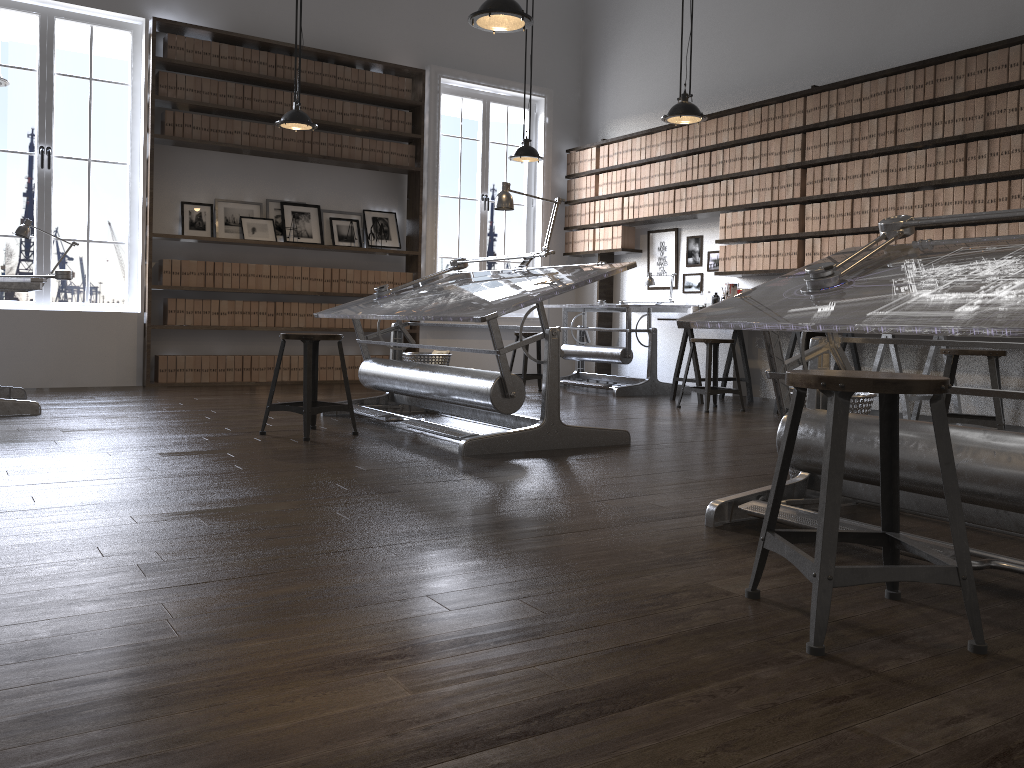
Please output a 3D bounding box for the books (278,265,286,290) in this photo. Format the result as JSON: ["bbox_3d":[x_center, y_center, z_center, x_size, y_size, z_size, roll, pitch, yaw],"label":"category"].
[{"bbox_3d":[-2.091,-0.947,7.949,0.066,0.225,0.175,1,2,-33],"label":"books"}]

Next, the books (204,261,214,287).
[{"bbox_3d":[-2.616,-0.936,7.605,0.067,0.225,0.175,1,2,-33],"label":"books"}]

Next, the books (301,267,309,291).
[{"bbox_3d":[-1.910,-0.950,8.059,0.066,0.225,0.175,1,2,-33],"label":"books"}]

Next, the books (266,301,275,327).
[{"bbox_3d":[-2.181,-0.624,7.904,0.066,0.225,0.175,1,2,-33],"label":"books"}]

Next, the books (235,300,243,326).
[{"bbox_3d":[-2.413,-0.618,7.746,0.067,0.225,0.175,1,2,-33],"label":"books"}]

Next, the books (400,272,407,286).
[{"bbox_3d":[-1.093,-0.968,8.595,0.066,0.225,0.175,1,2,-33],"label":"books"}]

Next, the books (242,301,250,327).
[{"bbox_3d":[-2.359,-0.620,7.788,0.066,0.225,0.175,1,2,-33],"label":"books"}]

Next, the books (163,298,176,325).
[{"bbox_3d":[-2.880,-0.608,7.444,0.067,0.225,0.175,1,2,-33],"label":"books"}]

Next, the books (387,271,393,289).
[{"bbox_3d":[-1.208,-0.965,8.514,0.067,0.225,0.175,1,2,-33],"label":"books"}]

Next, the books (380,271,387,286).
[{"bbox_3d":[-1.265,-0.964,8.480,0.066,0.225,0.175,1,2,-33],"label":"books"}]

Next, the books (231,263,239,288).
[{"bbox_3d":[-2.437,-0.940,7.727,0.066,0.225,0.175,1,2,-33],"label":"books"}]

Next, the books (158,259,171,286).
[{"bbox_3d":[-2.909,-0.930,7.418,0.066,0.225,0.175,1,2,-33],"label":"books"}]

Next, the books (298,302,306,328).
[{"bbox_3d":[-1.938,-0.628,8.057,0.066,0.225,0.175,1,2,-33],"label":"books"}]

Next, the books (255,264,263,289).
[{"bbox_3d":[-2.264,-0.943,7.837,0.066,0.225,0.175,1,2,-33],"label":"books"}]

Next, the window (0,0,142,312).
[{"bbox_3d":[-3.688,-1.758,6.995,1.482,2.495,0.153,0,2,-33],"label":"window"}]

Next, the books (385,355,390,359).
[{"bbox_3d":[-1.189,-0.163,8.554,0.067,0.225,0.175,1,2,-33],"label":"books"}]

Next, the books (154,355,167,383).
[{"bbox_3d":[-2.947,-0.127,7.426,0.066,0.225,0.175,1,2,-33],"label":"books"}]

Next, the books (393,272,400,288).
[{"bbox_3d":[-1.151,-0.967,8.556,0.066,0.225,0.175,1,2,-33],"label":"books"}]

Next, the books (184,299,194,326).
[{"bbox_3d":[-2.761,-0.611,7.525,0.066,0.225,0.175,1,2,-33],"label":"books"}]

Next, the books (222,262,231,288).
[{"bbox_3d":[-2.494,-0.938,7.685,0.066,0.225,0.175,1,2,-33],"label":"books"}]

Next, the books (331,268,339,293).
[{"bbox_3d":[-1.671,-0.955,8.215,0.067,0.225,0.175,1,2,-33],"label":"books"}]

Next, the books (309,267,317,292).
[{"bbox_3d":[-1.849,-0.951,8.098,0.067,0.225,0.175,1,2,-33],"label":"books"}]

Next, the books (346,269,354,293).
[{"bbox_3d":[-1.548,-0.958,8.295,0.066,0.225,0.175,1,2,-33],"label":"books"}]

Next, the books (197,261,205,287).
[{"bbox_3d":[-2.681,-0.935,7.569,0.066,0.225,0.175,1,2,-33],"label":"books"}]

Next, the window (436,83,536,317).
[{"bbox_3d":[-0.292,-1.827,9.044,1.244,2.307,0.153,0,2,-33],"label":"window"}]

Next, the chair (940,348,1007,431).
[{"bbox_3d":[2.467,0.079,4.757,0.372,0.527,0.358,3,2,30],"label":"chair"}]

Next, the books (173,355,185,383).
[{"bbox_3d":[-2.826,-0.129,7.497,0.067,0.225,0.175,1,2,-33],"label":"books"}]

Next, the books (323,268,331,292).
[{"bbox_3d":[-1.736,-0.954,8.179,0.066,0.225,0.175,1,2,-33],"label":"books"}]

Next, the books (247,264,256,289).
[{"bbox_3d":[-2.317,-0.942,7.797,0.067,0.225,0.175,1,2,-33],"label":"books"}]

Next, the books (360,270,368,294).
[{"bbox_3d":[-1.432,-0.961,8.375,0.066,0.225,0.175,1,2,-33],"label":"books"}]

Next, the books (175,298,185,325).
[{"bbox_3d":[-2.820,-0.610,7.483,0.066,0.225,0.175,1,2,-33],"label":"books"}]

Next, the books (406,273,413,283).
[{"bbox_3d":[-1.035,-0.969,8.624,0.067,0.225,0.175,1,2,-33],"label":"books"}]

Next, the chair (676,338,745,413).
[{"bbox_3d":[1.455,-0.067,6.453,0.358,0.527,0.372,1,2,-25],"label":"chair"}]

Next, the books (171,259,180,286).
[{"bbox_3d":[-2.847,-0.931,7.454,0.066,0.225,0.175,1,2,-33],"label":"books"}]

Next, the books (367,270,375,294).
[{"bbox_3d":[-1.372,-0.962,8.407,0.067,0.225,0.175,1,2,-33],"label":"books"}]

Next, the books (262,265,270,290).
[{"bbox_3d":[-2.210,-0.944,7.869,0.066,0.225,0.175,1,2,-33],"label":"books"}]

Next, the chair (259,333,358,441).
[{"bbox_3d":[-1.033,0.007,4.549,0.359,0.527,0.372,3,3,35],"label":"chair"}]

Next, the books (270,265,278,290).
[{"bbox_3d":[-2.148,-0.945,7.907,0.067,0.225,0.175,1,2,-33],"label":"books"}]

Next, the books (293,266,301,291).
[{"bbox_3d":[-1.973,-0.949,8.023,0.066,0.225,0.175,1,2,-33],"label":"books"}]

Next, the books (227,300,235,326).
[{"bbox_3d":[-2.471,-0.617,7.714,0.066,0.225,0.175,1,2,-33],"label":"books"}]

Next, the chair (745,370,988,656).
[{"bbox_3d":[0.725,0.243,1.839,0.358,0.527,0.372,1,2,-5],"label":"chair"}]

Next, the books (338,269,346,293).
[{"bbox_3d":[-1.611,-0.957,8.260,0.066,0.225,0.175,1,2,-33],"label":"books"}]

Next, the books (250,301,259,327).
[{"bbox_3d":[-2.300,-0.621,7.826,0.066,0.225,0.175,1,2,-33],"label":"books"}]

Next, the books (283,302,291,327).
[{"bbox_3d":[-2.056,-0.626,7.984,0.066,0.225,0.175,1,2,-33],"label":"books"}]

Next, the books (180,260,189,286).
[{"bbox_3d":[-2.786,-0.932,7.494,0.067,0.225,0.175,1,2,-33],"label":"books"}]

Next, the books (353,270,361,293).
[{"bbox_3d":[-1.491,-0.960,8.337,0.066,0.225,0.175,1,2,-33],"label":"books"}]

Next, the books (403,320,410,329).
[{"bbox_3d":[-1.060,-0.647,8.621,0.066,0.225,0.175,1,2,-33],"label":"books"}]

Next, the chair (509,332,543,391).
[{"bbox_3d":[0.171,-0.176,7.539,0.358,0.527,0.372,1,2,-25],"label":"chair"}]

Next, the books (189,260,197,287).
[{"bbox_3d":[-2.735,-0.933,7.532,0.066,0.225,0.175,1,2,-33],"label":"books"}]

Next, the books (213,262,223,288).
[{"bbox_3d":[-2.556,-0.937,7.650,0.066,0.225,0.175,1,2,-33],"label":"books"}]

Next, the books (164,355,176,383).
[{"bbox_3d":[-2.887,-0.128,7.463,0.066,0.225,0.175,1,2,-33],"label":"books"}]

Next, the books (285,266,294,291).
[{"bbox_3d":[-2.033,-0.948,7.988,0.066,0.225,0.175,1,2,-33],"label":"books"}]

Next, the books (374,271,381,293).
[{"bbox_3d":[-1.318,-0.963,8.447,0.066,0.225,0.175,1,2,-33],"label":"books"}]

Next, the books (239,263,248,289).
[{"bbox_3d":[-2.377,-0.941,7.765,0.066,0.225,0.175,1,2,-33],"label":"books"}]

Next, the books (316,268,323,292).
[{"bbox_3d":[-1.798,-0.953,8.136,0.066,0.225,0.175,1,2,-33],"label":"books"}]

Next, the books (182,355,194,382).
[{"bbox_3d":[-2.766,-0.130,7.538,0.066,0.225,0.175,1,2,-33],"label":"books"}]

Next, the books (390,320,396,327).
[{"bbox_3d":[-1.182,-0.644,8.548,0.066,0.225,0.175,1,2,-33],"label":"books"}]

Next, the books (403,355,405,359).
[{"bbox_3d":[-1.064,-0.166,8.638,0.066,0.225,0.175,1,2,-33],"label":"books"}]

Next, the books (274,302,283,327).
[{"bbox_3d":[-2.115,-0.625,7.940,0.067,0.225,0.175,1,2,-33],"label":"books"}]
